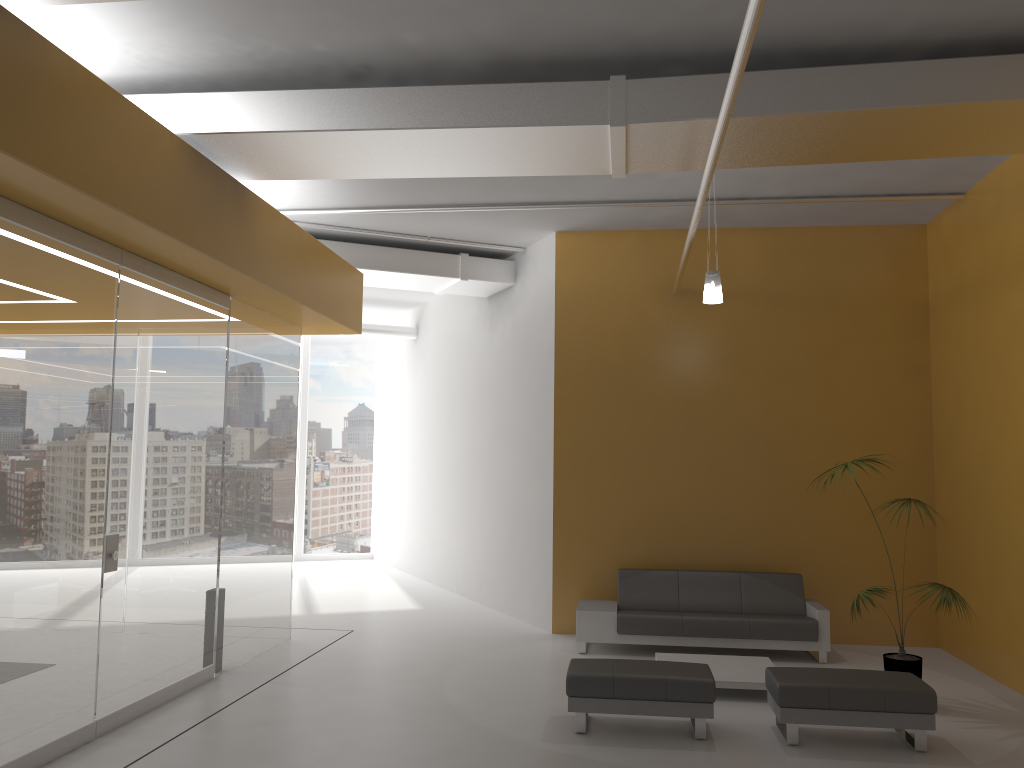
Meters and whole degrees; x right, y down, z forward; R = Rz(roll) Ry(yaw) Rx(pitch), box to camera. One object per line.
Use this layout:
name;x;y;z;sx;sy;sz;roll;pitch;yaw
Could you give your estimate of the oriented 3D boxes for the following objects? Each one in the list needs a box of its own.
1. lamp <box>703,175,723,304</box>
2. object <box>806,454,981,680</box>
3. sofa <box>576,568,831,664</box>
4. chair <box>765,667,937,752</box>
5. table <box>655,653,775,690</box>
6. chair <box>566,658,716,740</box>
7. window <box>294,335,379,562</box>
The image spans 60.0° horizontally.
lamp;1.769;-1.326;7.827;0.174;1.227;0.174;5;-7;-41
object;2.968;1.535;6.996;0.912;1.956;1.222;6;-7;-42
sofa;1.865;2.299;8.911;2.400;0.761;0.860;0;-5;7
chair;2.296;2.211;6.077;1.012;0.423;0.575;0;-5;7
table;1.738;2.474;7.509;1.000;0.150;1.000;0;-5;7
chair;0.902;2.211;6.277;1.012;0.423;0.575;0;-5;7
window;-5.280;1.011;16.264;8.533;4.498;0.100;3;-6;-23
